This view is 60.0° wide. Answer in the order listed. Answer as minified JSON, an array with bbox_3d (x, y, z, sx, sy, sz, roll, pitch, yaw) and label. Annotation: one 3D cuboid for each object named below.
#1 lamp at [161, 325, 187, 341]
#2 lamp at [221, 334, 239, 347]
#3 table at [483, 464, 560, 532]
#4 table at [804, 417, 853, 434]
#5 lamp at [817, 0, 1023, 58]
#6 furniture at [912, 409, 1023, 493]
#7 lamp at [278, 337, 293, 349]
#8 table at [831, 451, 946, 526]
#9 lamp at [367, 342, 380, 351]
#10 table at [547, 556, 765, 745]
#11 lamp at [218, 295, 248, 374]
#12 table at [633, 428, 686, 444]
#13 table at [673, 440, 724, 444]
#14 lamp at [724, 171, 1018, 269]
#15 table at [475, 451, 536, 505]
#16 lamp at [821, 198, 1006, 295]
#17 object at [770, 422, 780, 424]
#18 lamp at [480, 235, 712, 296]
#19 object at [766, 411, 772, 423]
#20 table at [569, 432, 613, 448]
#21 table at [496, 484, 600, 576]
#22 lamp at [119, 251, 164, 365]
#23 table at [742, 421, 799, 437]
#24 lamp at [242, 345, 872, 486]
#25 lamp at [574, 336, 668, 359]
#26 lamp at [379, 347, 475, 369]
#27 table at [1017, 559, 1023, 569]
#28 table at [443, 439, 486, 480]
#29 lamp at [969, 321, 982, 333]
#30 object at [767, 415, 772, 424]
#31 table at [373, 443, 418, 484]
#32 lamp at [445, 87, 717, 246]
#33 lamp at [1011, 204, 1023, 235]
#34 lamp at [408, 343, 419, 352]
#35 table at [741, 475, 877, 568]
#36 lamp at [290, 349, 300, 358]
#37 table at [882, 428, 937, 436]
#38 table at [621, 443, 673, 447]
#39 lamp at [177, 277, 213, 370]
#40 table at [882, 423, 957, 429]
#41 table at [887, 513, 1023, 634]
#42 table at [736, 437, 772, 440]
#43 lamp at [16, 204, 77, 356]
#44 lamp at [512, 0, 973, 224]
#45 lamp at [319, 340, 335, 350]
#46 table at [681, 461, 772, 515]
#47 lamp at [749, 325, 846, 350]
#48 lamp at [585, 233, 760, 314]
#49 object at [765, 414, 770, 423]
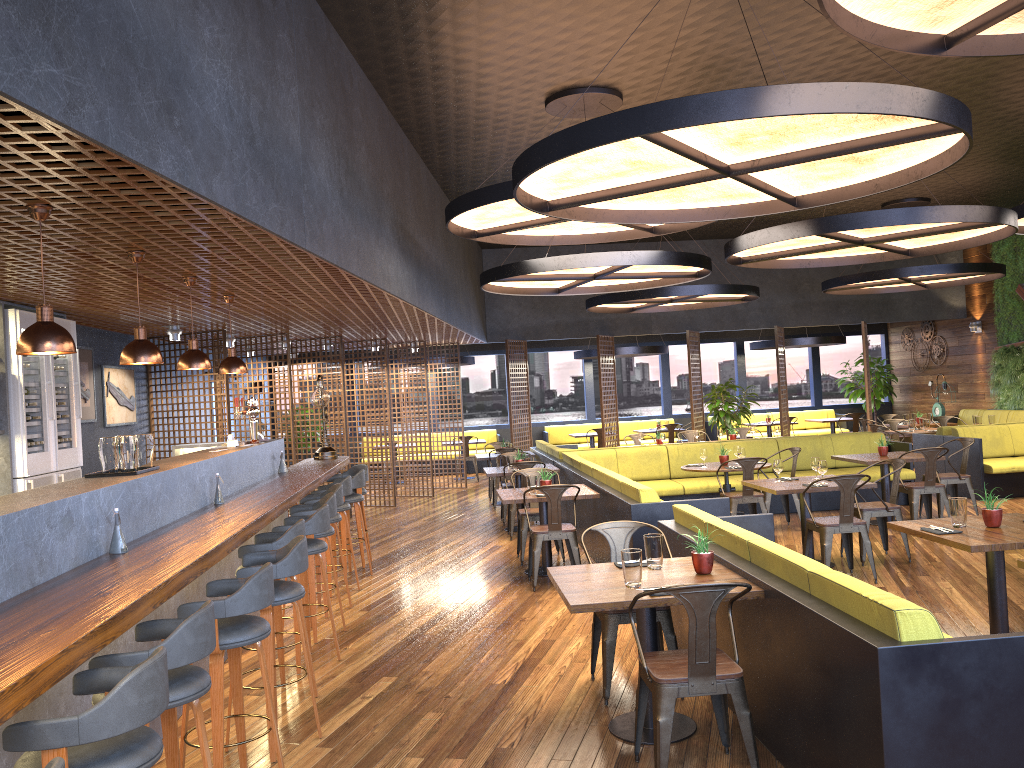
[{"bbox_3d":[-3.888,-0.586,10.216,0.228,0.172,0.228,-3,0,-5],"label":"lamp"},{"bbox_3d":[-3.769,-0.579,11.825,0.228,0.172,0.228,-3,0,-5],"label":"lamp"},{"bbox_3d":[0.123,1.447,11.195,0.887,0.763,0.906,-3,0,-5],"label":"table"},{"bbox_3d":[6.884,1.134,18.944,0.887,0.763,0.906,-3,0,-5],"label":"table"},{"bbox_3d":[2.543,-2.298,3.243,2.778,1.159,2.778,-4,-1,31],"label":"lamp"},{"bbox_3d":[7.433,0.990,14.688,3.378,0.916,4.755,-3,0,-5],"label":"furniture"},{"bbox_3d":[-3.301,-0.596,12.916,0.228,0.172,0.228,-3,0,-5],"label":"lamp"},{"bbox_3d":[4.292,1.204,10.132,0.887,0.763,0.906,-3,0,-5],"label":"table"},{"bbox_3d":[-2.334,-0.632,15.077,0.228,0.172,0.228,-3,0,-5],"label":"lamp"},{"bbox_3d":[0.698,1.358,4.476,0.906,0.763,0.887,-3,0,-5],"label":"table"},{"bbox_3d":[-2.444,-0.427,7.711,0.250,0.673,0.250,-3,-1,28],"label":"lamp"},{"bbox_3d":[3.103,1.343,18.639,0.906,0.763,0.887,-3,0,-5],"label":"table"},{"bbox_3d":[3.087,1.304,13.844,0.906,0.763,0.887,-3,0,-5],"label":"table"},{"bbox_3d":[3.579,-2.129,9.145,2.778,1.475,2.778,-4,-1,44],"label":"lamp"},{"bbox_3d":[-0.100,1.483,13.886,0.887,0.763,0.906,-3,0,-5],"label":"table"},{"bbox_3d":[6.562,-2.326,14.692,2.778,1.362,2.778,-3,-1,-40],"label":"lamp"},{"bbox_3d":[5.487,0.815,18.509,0.255,0.019,0.157,-3,0,-5],"label":"object"},{"bbox_3d":[0.964,-1.969,10.759,2.778,1.475,2.778,-3,0,-1],"label":"lamp"},{"bbox_3d":[5.438,0.695,18.838,0.238,0.271,0.260,-3,-1,17],"label":"object"},{"bbox_3d":[1.709,1.420,18.521,0.887,0.763,0.906,-3,0,-5],"label":"table"},{"bbox_3d":[0.341,1.412,8.504,0.887,0.763,0.906,-3,0,-5],"label":"table"},{"bbox_3d":[-2.254,-0.458,5.356,0.250,0.673,0.250,-3,-1,28],"label":"lamp"},{"bbox_3d":[5.491,1.211,18.834,0.906,0.763,0.887,-3,0,-5],"label":"table"},{"bbox_3d":[0.354,0.475,13.233,9.057,2.714,3.017,-3,0,-5],"label":"lamp"},{"bbox_3d":[2.239,-1.668,18.750,1.979,2.172,1.979,-4,-1,40],"label":"lamp"},{"bbox_3d":[-1.817,-1.444,18.419,1.979,2.172,1.979,-3,0,2],"label":"lamp"},{"bbox_3d":[3.024,1.224,4.012,0.906,0.763,0.887,-3,0,-5],"label":"table"},{"bbox_3d":[-0.978,1.569,18.301,0.887,0.763,0.906,-3,0,-5],"label":"table"},{"bbox_3d":[9.084,-1.115,17.438,0.189,0.215,0.215,-3,0,-5],"label":"lamp"},{"bbox_3d":[5.419,0.741,18.664,0.102,0.178,0.102,-3,-1,-19],"label":"object"},{"bbox_3d":[-2.371,1.646,18.187,0.887,0.763,0.906,-3,0,-5],"label":"table"},{"bbox_3d":[0.722,-2.151,8.533,2.778,1.159,2.778,-3,-1,-44],"label":"lamp"},{"bbox_3d":[6.994,-2.492,9.885,2.778,1.159,2.778,-3,0,-15],"label":"lamp"},{"bbox_3d":[-1.779,-0.654,16.181,0.228,0.172,0.228,-3,0,-5],"label":"lamp"},{"bbox_3d":[2.706,1.276,8.099,0.906,0.763,0.887,-3,0,-5],"label":"table"},{"bbox_3d":[-3.888,-0.539,15.807,0.228,0.172,0.228,-3,0,-5],"label":"lamp"},{"bbox_3d":[6.495,1.113,13.971,0.887,0.763,0.906,-3,0,-5],"label":"table"},{"bbox_3d":[2.185,1.354,13.770,0.906,0.763,0.887,-3,0,-5],"label":"table"},{"bbox_3d":[-2.347,-0.443,6.506,0.250,0.673,0.250,-3,-1,28],"label":"lamp"},{"bbox_3d":[7.234,1.087,15.726,0.887,0.763,0.906,-3,0,-5],"label":"table"},{"bbox_3d":[2.918,1.241,5.304,0.887,0.763,0.906,-3,0,-5],"label":"table"},{"bbox_3d":[3.986,1.254,13.923,0.906,0.763,0.887,-3,0,-5],"label":"table"},{"bbox_3d":[-2.149,-0.475,4.063,0.250,0.673,0.250,-3,-1,28],"label":"lamp"},{"bbox_3d":[1.353,-2.034,5.695,2.778,1.475,2.778,-3,-1,-40],"label":"lamp"},{"bbox_3d":[-2.912,-0.609,13.999,0.228,0.172,0.228,-3,0,-5],"label":"lamp"},{"bbox_3d":[2.455,1.307,10.092,1.007,0.760,1.007,-4,-1,33],"label":"table"},{"bbox_3d":[6.069,-1.883,19.064,1.979,2.172,1.979,-3,-1,-20],"label":"lamp"},{"bbox_3d":[2.555,-2.027,14.443,2.778,1.475,2.778,-3,0,-4],"label":"lamp"},{"bbox_3d":[5.486,0.740,19.017,0.102,0.178,0.102,-3,-1,-19],"label":"object"}]
